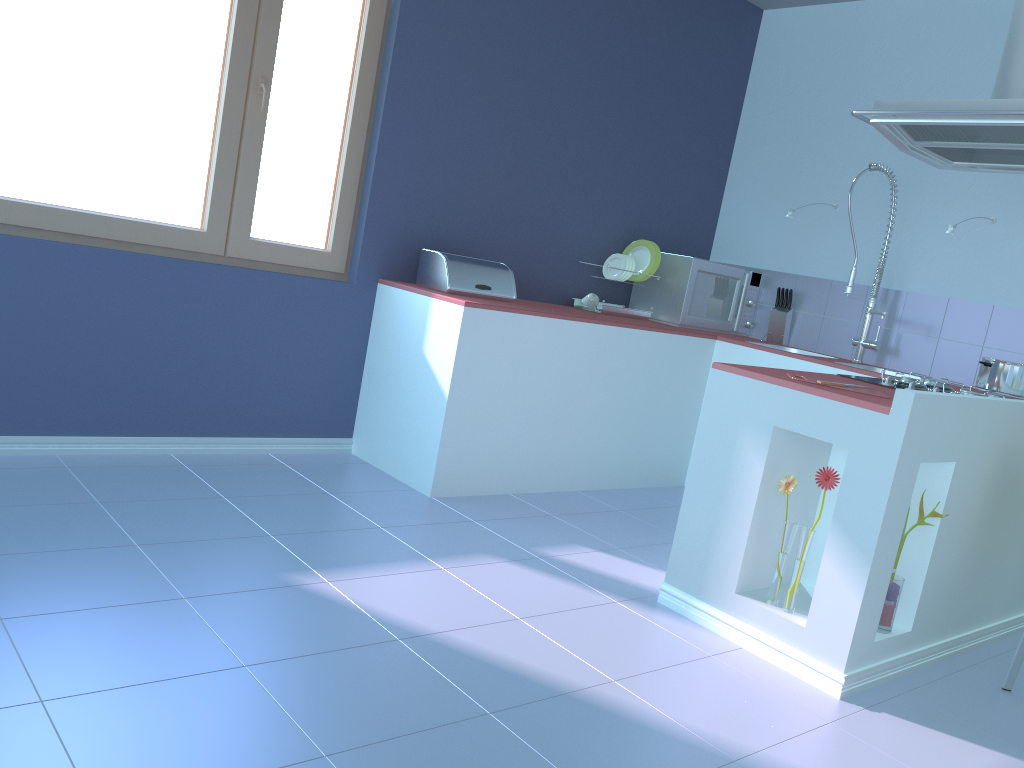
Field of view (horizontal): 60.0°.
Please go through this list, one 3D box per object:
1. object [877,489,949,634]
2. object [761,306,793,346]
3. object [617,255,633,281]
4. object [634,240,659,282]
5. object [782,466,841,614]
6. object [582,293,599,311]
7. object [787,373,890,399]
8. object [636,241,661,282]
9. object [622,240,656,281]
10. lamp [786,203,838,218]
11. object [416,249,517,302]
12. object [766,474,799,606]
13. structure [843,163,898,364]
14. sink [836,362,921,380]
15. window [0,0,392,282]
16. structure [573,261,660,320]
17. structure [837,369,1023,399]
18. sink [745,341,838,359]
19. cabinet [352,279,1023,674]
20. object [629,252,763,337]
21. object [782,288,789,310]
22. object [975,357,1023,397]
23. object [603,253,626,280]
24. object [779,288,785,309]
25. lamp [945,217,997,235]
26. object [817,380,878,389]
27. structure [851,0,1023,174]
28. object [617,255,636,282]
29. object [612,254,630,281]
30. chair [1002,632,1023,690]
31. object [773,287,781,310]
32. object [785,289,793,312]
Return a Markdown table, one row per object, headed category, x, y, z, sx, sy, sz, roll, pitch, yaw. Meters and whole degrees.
| category | x | y | z | sx | sy | sz | roll | pitch | yaw |
| --- | --- | --- | --- | --- | --- | --- | --- | --- | --- |
| object | 1.043 | 0.468 | 2.412 | 0.229 | 0.423 | 0.067 | 9 | 8 | -11 |
| object | 1.380 | -0.309 | 4.604 | 0.109 | 0.200 | 0.100 | 4 | 11 | -41 |
| object | 0.537 | -0.572 | 4.380 | 0.039 | 0.136 | 0.140 | 2 | 12 | -46 |
| object | 0.645 | -0.621 | 4.469 | 0.053 | 0.214 | 0.220 | 3 | 11 | -45 |
| object | 0.799 | 0.423 | 2.394 | 0.054 | 0.427 | 0.090 | 9 | 8 | -10 |
| object | 0.385 | -0.406 | 4.355 | 0.083 | 0.082 | 0.097 | 10 | 8 | -8 |
| object | 0.931 | 0.004 | 2.546 | 0.269 | 0.006 | 0.151 | 12 | 8 | 10 |
| object | 0.660 | -0.620 | 4.484 | 0.053 | 0.214 | 0.220 | 3 | 11 | -45 |
| object | 0.630 | -0.621 | 4.454 | 0.053 | 0.214 | 0.220 | 3 | 11 | -45 |
| lamp | 1.472 | -0.851 | 4.344 | 0.400 | 0.134 | 0.037 | 4 | 11 | -41 |
| object | -0.178 | -0.452 | 3.710 | 0.364 | 0.153 | 0.235 | 4 | 11 | -41 |
| object | 0.746 | 0.433 | 2.474 | 0.050 | 0.365 | 0.085 | 3 | 11 | -43 |
| structure | 1.671 | -0.552 | 4.105 | 0.178 | 0.920 | 0.308 | 3 | 11 | -43 |
| sink | 1.628 | 0.029 | 3.914 | 0.428 | 0.172 | 0.326 | 4 | 11 | -41 |
| window | -1.114 | -1.069 | 3.083 | 1.475 | 1.263 | 0.142 | 4 | 11 | -41 |
| structure | 0.519 | -0.458 | 4.397 | 0.408 | 0.225 | 0.194 | 3 | 11 | -45 |
| structure | 1.491 | 0.017 | 3.043 | 0.600 | 0.047 | 0.500 | 4 | 11 | -41 |
| sink | 1.327 | -0.079 | 4.264 | 0.428 | 0.172 | 0.326 | 3 | 11 | -41 |
| cabinet | 0.884 | 0.203 | 3.620 | 2.139 | 0.800 | 2.200 | 4 | 11 | -41 |
| object | 0.981 | -0.476 | 4.695 | 0.611 | 0.350 | 0.367 | 4 | 11 | -41 |
| object | 1.400 | -0.364 | 4.594 | 0.038 | 0.265 | 0.019 | 6 | 10 | -32 |
| object | 1.693 | -0.026 | 3.055 | 0.157 | 0.106 | 0.170 | 16 | 9 | 31 |
| object | 0.503 | -0.574 | 4.346 | 0.039 | 0.136 | 0.140 | 2 | 12 | -46 |
| object | 1.385 | -0.369 | 4.611 | 0.038 | 0.265 | 0.019 | 6 | 10 | -32 |
| lamp | 1.959 | -0.677 | 3.778 | 0.400 | 0.134 | 0.037 | 4 | 11 | -41 |
| object | 0.977 | 0.001 | 2.582 | 0.375 | 0.009 | 0.041 | 3 | 11 | -45 |
| structure | 1.725 | -1.194 | 2.860 | 0.895 | 0.962 | 0.695 | 4 | 11 | -41 |
| object | 0.554 | -0.571 | 4.397 | 0.039 | 0.136 | 0.140 | 2 | 12 | -46 |
| object | 0.520 | -0.573 | 4.363 | 0.039 | 0.136 | 0.140 | 2 | 12 | -46 |
| chair | 1.589 | 0.586 | 2.229 | 0.387 | 0.695 | 0.484 | 12 | 8 | 12 |
| object | 1.371 | -0.374 | 4.627 | 0.019 | 0.265 | 0.037 | 17 | 10 | 38 |
| object | 1.415 | -0.358 | 4.576 | 0.037 | 0.265 | 0.019 | 6 | 10 | -32 |
